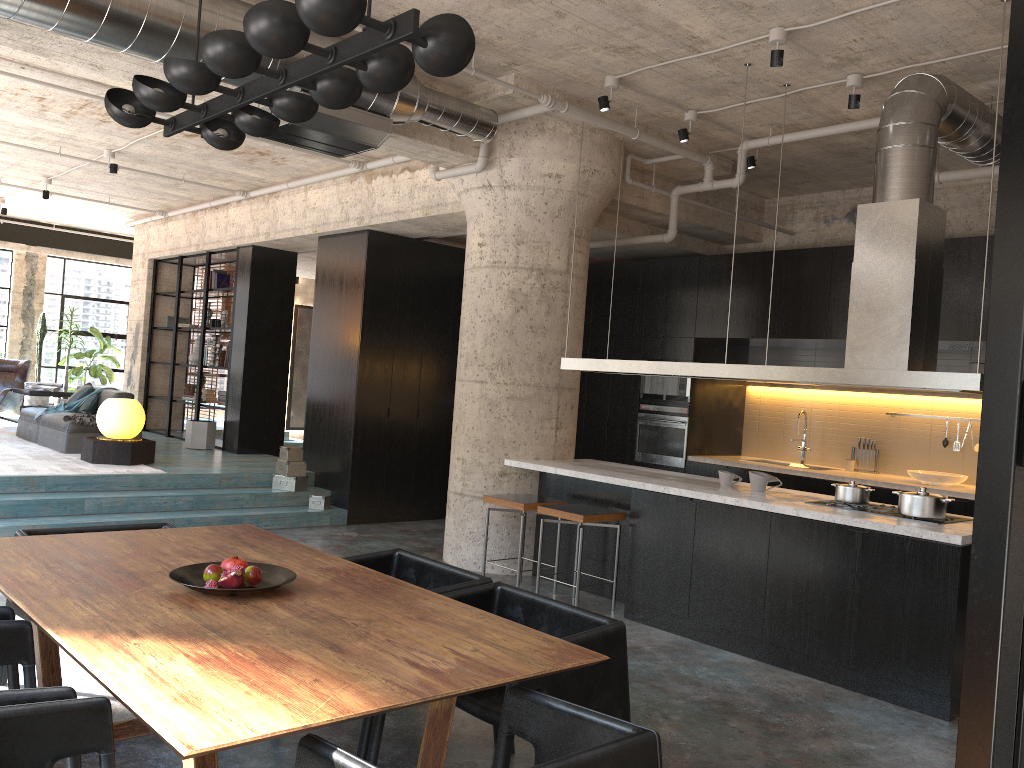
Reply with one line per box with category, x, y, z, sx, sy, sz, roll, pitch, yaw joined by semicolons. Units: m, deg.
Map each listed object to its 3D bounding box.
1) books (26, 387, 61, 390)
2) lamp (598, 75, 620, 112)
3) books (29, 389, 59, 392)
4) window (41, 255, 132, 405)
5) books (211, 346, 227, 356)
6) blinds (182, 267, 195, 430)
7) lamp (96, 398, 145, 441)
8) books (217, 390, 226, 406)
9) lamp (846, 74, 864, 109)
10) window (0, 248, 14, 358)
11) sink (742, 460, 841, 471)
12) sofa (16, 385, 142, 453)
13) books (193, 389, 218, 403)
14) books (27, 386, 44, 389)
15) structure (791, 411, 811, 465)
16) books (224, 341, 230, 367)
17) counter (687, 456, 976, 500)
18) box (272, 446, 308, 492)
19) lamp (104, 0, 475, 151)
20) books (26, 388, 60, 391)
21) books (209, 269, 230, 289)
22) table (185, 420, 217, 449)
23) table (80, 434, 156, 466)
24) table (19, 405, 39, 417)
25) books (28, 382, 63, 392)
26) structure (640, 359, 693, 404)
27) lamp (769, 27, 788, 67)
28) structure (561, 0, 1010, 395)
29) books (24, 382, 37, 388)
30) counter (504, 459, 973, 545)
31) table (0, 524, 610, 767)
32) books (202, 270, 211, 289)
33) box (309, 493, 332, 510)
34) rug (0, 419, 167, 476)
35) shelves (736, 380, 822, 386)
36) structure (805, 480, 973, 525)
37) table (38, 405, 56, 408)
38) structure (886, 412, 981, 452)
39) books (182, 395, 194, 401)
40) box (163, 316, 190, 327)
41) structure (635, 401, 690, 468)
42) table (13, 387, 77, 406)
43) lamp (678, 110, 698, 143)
books;-6.084;0.058;11.521;0.318;0.011;0.252;4;0;24
lamp;0.691;-2.064;6.331;0.145;0.236;0.107;4;0;31
books;-6.092;0.078;11.514;0.318;0.011;0.252;4;0;34
window;-7.310;-0.869;15.555;1.780;2.530;0.081;4;0;-42
books;-4.140;-0.396;12.603;0.147;0.299;0.547;4;0;-42
blinds;-3.994;-0.281;12.617;0.136;3.160;2.915;4;0;-42
lamp;-4.020;0.361;9.115;0.462;0.417;0.462;4;0;-14
books;-3.741;0.200;11.912;0.274;0.197;0.393;4;0;-42
lamp;2.289;-1.948;5.944;0.107;0.236;0.145;4;0;31
window;-8.967;-0.992;14.047;1.780;2.530;0.081;4;0;-42
sink;2.783;0.876;8.909;0.458;0.134;0.890;4;0;-42
sofa;-5.084;0.380;10.569;1.019;0.680;2.063;4;0;-42
books;-4.270;0.165;12.367;0.257;0.188;0.306;4;0;13
books;-6.087;0.047;11.528;0.318;0.011;0.252;4;0;29
structure;2.927;0.543;9.007;0.269;0.559;0.125;4;0;-42
books;-3.712;-0.392;11.855;0.216;0.354;0.256;4;0;-42
counter;3.639;0.947;7.886;1.000;0.142;4.360;4;0;-42
box;-2.273;0.867;9.121;0.331;0.441;0.280;4;0;37
lamp;-0.828;-1.643;3.123;0.583;1.327;1.813;4;0;-42
books;-6.080;0.068;11.502;0.318;0.011;0.252;4;0;24
books;-3.999;-1.413;12.133;0.221;0.298;0.258;4;0;-42
table;-3.931;0.638;11.199;0.365;0.340;0.316;4;0;-12
table;-4.158;0.675;9.244;0.616;0.230;1.044;4;0;-42
table;-6.285;0.464;11.676;0.365;0.340;0.316;4;0;18
books;-6.031;0.038;11.470;0.322;0.109;0.273;4;0;-2
structure;1.849;-0.017;9.605;0.612;0.450;0.659;4;0;-42
lamp;1.582;-2.000;5.301;0.107;0.236;0.145;4;0;31
structure;1.703;-1.065;6.025;0.538;2.100;3.117;4;0;-42
books;-6.359;0.026;11.837;0.278;0.075;0.320;4;0;-38
counter;1.482;0.738;6.140;1.000;0.046;3.500;4;0;-42
table;-1.018;1.102;3.124;1.299;0.756;2.410;4;0;-42
books;-4.163;-1.422;12.317;0.216;0.290;0.231;4;0;-42
box;-1.945;1.193;8.987;0.172;0.140;0.187;4;0;10
rug;-6.990;0.577;10.411;2.954;0.032;7.768;4;0;-42
shelves;3.918;0.049;8.079;0.403;0.043;4.362;4;0;-42
structure;2.291;0.681;5.383;0.506;0.187;0.833;4;0;-42
table;-5.787;0.482;11.346;0.420;0.390;0.413;4;0;-42
structure;4.014;0.457;8.183;0.074;0.315;1.171;4;0;-42
books;-4.508;0.208;12.604;0.319;0.068;0.231;4;0;39
box;-4.911;-0.898;12.959;0.306;0.157;0.312;4;0;-32
structure;1.773;0.544;9.573;0.649;0.651;0.664;4;0;-42
table;-6.126;0.367;11.828;0.800;0.570;0.800;4;0;-42
lamp;1.381;-2.012;6.959;0.145;0.236;0.107;4;0;31
